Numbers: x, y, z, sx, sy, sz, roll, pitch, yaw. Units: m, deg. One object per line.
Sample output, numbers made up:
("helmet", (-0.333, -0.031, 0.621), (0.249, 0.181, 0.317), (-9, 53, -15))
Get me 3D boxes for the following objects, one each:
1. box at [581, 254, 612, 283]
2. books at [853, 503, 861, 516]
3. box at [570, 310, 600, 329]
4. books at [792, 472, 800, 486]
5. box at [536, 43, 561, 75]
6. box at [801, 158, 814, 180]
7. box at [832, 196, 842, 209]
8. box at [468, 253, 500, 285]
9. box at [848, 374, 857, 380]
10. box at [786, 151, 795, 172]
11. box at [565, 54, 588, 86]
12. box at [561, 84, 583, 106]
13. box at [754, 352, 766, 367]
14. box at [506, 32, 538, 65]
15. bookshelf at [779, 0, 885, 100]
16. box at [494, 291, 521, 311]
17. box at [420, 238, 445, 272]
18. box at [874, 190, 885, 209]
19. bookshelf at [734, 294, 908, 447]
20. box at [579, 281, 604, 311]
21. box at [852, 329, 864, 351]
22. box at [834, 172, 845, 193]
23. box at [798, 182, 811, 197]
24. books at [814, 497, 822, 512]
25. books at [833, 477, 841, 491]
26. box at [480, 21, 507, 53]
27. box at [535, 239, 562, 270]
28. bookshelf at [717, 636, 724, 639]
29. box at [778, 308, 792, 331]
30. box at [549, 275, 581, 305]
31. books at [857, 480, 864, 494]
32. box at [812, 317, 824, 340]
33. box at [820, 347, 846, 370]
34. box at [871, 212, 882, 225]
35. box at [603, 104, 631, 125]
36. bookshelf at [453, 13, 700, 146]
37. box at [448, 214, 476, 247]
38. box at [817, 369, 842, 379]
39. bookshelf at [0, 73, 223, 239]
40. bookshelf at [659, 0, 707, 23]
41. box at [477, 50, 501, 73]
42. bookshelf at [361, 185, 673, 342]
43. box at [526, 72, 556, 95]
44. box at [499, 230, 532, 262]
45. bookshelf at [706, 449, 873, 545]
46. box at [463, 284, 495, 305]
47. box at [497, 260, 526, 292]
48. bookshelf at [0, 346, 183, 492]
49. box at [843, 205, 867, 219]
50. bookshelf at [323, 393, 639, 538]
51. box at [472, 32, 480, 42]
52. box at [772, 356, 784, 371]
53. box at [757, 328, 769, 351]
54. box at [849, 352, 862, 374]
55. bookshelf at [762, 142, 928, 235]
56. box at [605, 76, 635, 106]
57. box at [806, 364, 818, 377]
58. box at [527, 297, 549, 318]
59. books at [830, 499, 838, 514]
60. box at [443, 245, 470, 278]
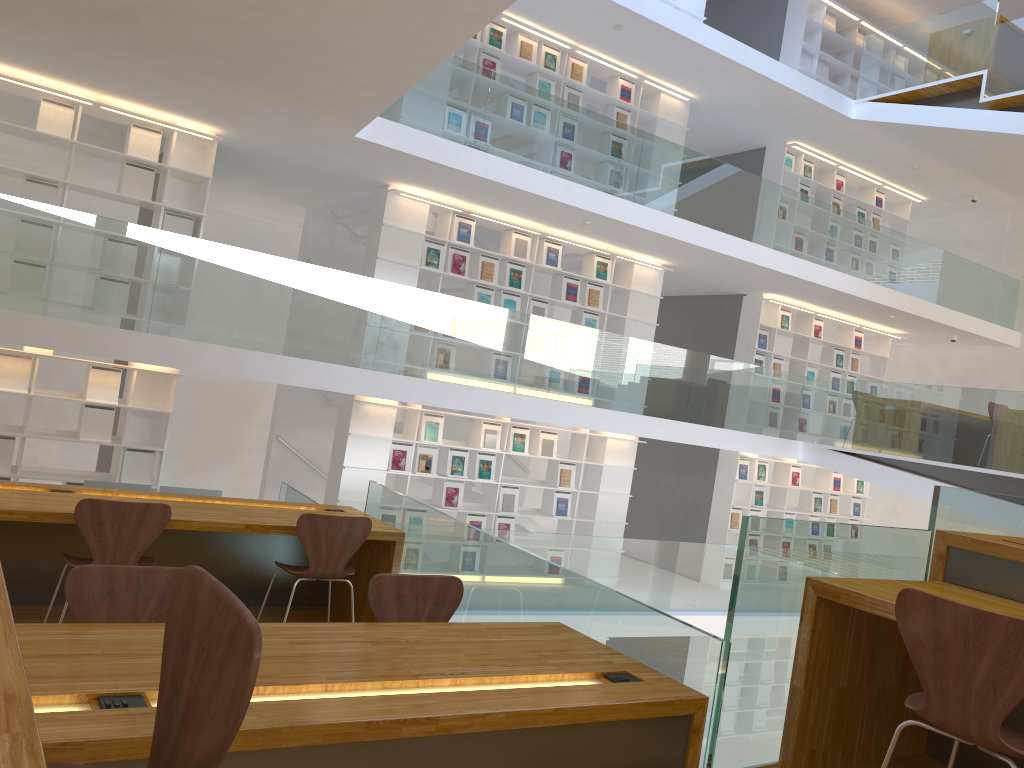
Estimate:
("box", (0.984, -1.323, 10.205), (0.245, 0.296, 0.274), (10, -1, -33))
("books", (5.062, 1.854, 13.014), (0.145, 0.210, 0.037), (10, -1, -33))
("box", (0.842, -0.680, 10.165), (0.245, 0.296, 0.274), (10, -1, -33))
("books", (3.914, 1.320, 12.241), (0.145, 0.210, 0.037), (10, -1, -33))
("box", (0.369, -3.505, 9.638), (0.245, 0.296, 0.274), (10, -1, -33))
("box", (3.942, -2.886, 12.048), (0.245, 0.296, 0.274), (10, -1, -33))
("box", (4.457, -2.464, 12.410), (0.245, 0.296, 0.274), (10, -1, -33))
("box", (-0.294, -1.210, 9.396), (0.245, 0.296, 0.274), (10, -1, -33))
("box", (4.837, 0.011, 12.850), (0.245, 0.296, 0.274), (10, -1, -33))
("box", (3.614, -2.943, 11.833), (0.245, 0.296, 0.274), (10, -1, -33))
("box", (0.679, -3.452, 9.840), (0.245, 0.296, 0.274), (10, -1, -33))
("box", (0.625, -3.127, 9.831), (0.245, 0.296, 0.274), (10, -1, -33))
("box", (3.210, -0.270, 11.786), (0.245, 0.296, 0.274), (10, -1, -33))
("box", (0.114, -3.550, 9.472), (0.245, 0.296, 0.274), (10, -1, -33))
("bookshelf", (4.957, -4.076, 12.520), (2.984, 1.836, 0.498), (10, -1, -33))
("box", (-0.063, -0.836, 9.573), (0.245, 0.296, 0.274), (10, -1, -33))
("box", (-0.843, -1.306, 9.037), (0.245, 0.296, 0.274), (10, -1, -33))
("box", (5.268, -2.657, 12.914), (0.245, 0.296, 0.274), (10, -1, -33))
("bookshelf", (4.322, -0.065, 12.432), (2.984, 1.836, 0.498), (10, -1, -33))
("box", (0.892, -1.005, 10.171), (0.245, 0.296, 0.274), (10, -1, -33))
("box", (4.948, -0.636, 12.869), (0.245, 0.296, 0.274), (10, -1, -33))
("box", (4.506, -2.790, 12.413), (0.245, 0.296, 0.274), (10, -1, -33))
("box", (3.893, -2.563, 12.042), (0.245, 0.296, 0.274), (10, -1, -33))
("books", (4.328, 1.711, 12.536), (0.145, 0.210, 0.037), (10, -1, -33))
("books", (4.667, 1.450, 12.733), (0.145, 0.210, 0.037), (10, -1, -33))
("box", (-0.219, -3.607, 9.253), (0.245, 0.296, 0.274), (10, -1, -33))
("box", (0.395, -1.425, 9.819), (0.245, 0.296, 0.274), (10, -1, -33))
("bookshelf", (3.681, 3.981, 12.342), (2.984, 1.836, 0.498), (10, -1, -33))
("box", (3.622, -0.865, 12.003), (0.245, 0.296, 0.274), (10, -1, -33))
("box", (0.611, -1.056, 9.987), (0.245, 0.296, 0.274), (10, -1, -33))
("books", (5.113, 1.522, 13.023), (0.145, 0.210, 0.037), (10, -1, -33))
("box", (4.186, -0.769, 12.368), (0.245, 0.296, 0.274), (10, -1, -33))
("box", (4.597, -0.363, 12.666), (0.245, 0.296, 0.274), (10, -1, -33))
("box", (5.217, -2.333, 12.907), (0.245, 0.296, 0.274), (10, -1, -33))
("box", (1.212, -3.026, 10.216), (0.245, 0.296, 0.274), (10, -1, -33))
("bookshelf", (0.445, -2.810, 9.738), (3.666, 1.836, 0.498), (10, -1, -33))
("box", (-0.539, -1.586, 9.209), (0.245, 0.296, 0.274), (10, -1, -33))
("box", (4.546, -0.039, 12.659), (0.245, 0.296, 0.274), (10, -1, -33))
("bookshelf", (-3.988, -1.501, 7.002), (2.984, 1.836, 0.498), (10, -1, -33))
("bookshelf", (0.760, -4.800, 9.782), (3.666, 1.836, 0.498), (10, -1, -33))
("box", (-0.278, -3.283, 9.257), (0.245, 0.296, 0.274), (10, -1, -33))
("bookshelf", (0.125, -0.789, 9.694), (3.666, 1.836, 0.498), (10, -1, -33))
("box", (0.312, -3.181, 9.627), (0.245, 0.296, 0.274), (10, -1, -33))
("box", (0.049, -1.484, 9.593), (0.245, 0.296, 0.274), (10, -1, -33))
("bookshelf", (3.999, 1.970, 12.387), (2.984, 1.836, 0.498), (10, -1, -33))
("box", (-0.344, -0.885, 9.389), (0.245, 0.296, 0.274), (10, -1, -33))
("box", (-0.008, -1.160, 9.582), (0.245, 0.296, 0.274), (10, -1, -33))
("bookshelf", (-4.311, 0.534, 6.957), (2.984, 1.836, 0.498), (10, -1, -33))
("box", (4.922, -2.383, 12.714), (0.245, 0.296, 0.274), (10, -1, -33))
("bookshelf", (-0.225, 1.242, 9.691), (3.666, 1.836, 0.397), (10, -1, -33))
("box", (-0.474, -3.649, 9.087), (0.245, 0.296, 0.274), (10, -1, -33))
("box", (3.521, -0.216, 11.990), (0.245, 0.296, 0.274), (10, -1, -33))
("box", (3.256, -0.596, 11.790), (0.245, 0.296, 0.274), (10, -1, -33))
("box", (4.897, -0.312, 12.862), (0.245, 0.296, 0.274), (10, -1, -33))
("bookshelf", (4.642, -2.086, 12.477), (2.984, 1.836, 0.498), (10, -1, -33))
("box", (1.258, -3.352, 10.219), (0.245, 0.296, 0.274), (10, -1, -33))
("box", (4.100, -0.116, 12.368), (0.245, 0.296, 0.274), (10, -1, -33))
("box", (0.243, -0.784, 9.773), (0.245, 0.296, 0.274), (10, -1, -33))
("books", (4.618, 1.761, 12.726), (0.145, 0.210, 0.037), (10, -1, -33))
("box", (-0.598, -1.262, 9.212), (0.245, 0.296, 0.274), (10, -1, -33))
